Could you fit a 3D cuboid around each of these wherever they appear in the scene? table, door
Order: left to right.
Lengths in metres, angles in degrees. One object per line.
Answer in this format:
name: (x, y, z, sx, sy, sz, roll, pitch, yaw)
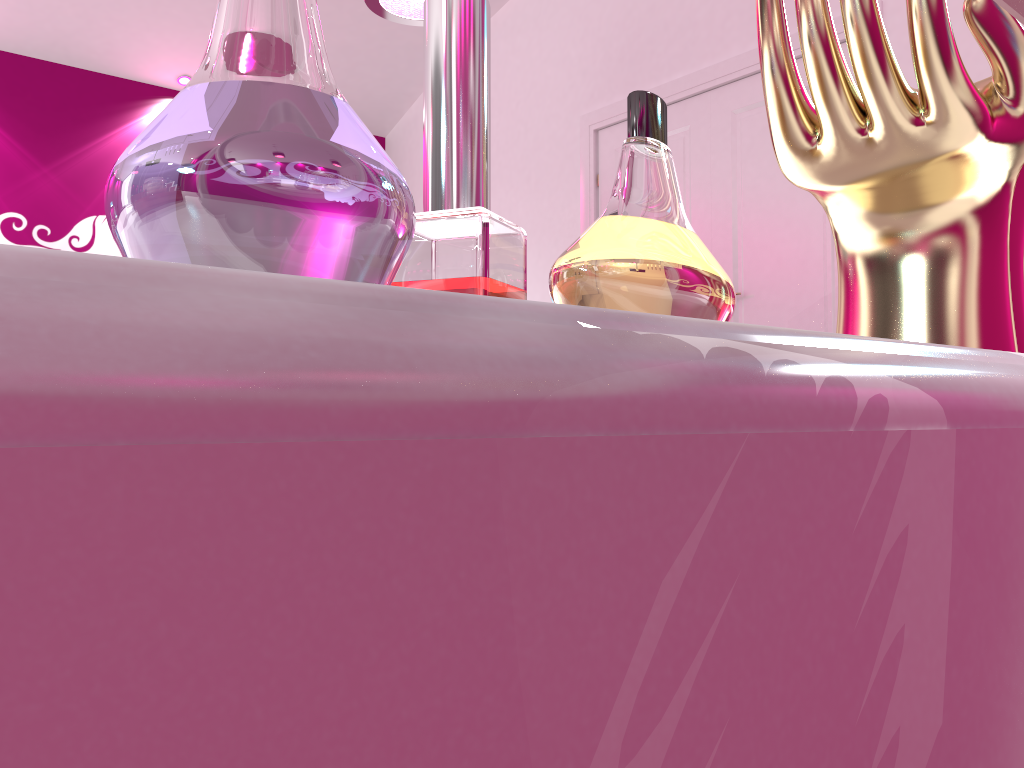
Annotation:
table: (-0.152, 0.291, 0.290, 0.856, 0.592, 0.526, 2, -3, -39)
door: (0.873, -0.300, 3.887, 0.098, 2.001, 1.405, 2, -3, -39)

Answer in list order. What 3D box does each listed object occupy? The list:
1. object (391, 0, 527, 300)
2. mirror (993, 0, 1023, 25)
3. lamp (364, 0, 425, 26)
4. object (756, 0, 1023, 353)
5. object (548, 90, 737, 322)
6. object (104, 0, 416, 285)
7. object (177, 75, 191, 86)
object: (-0.015, -0.056, 0.237, 0.030, 0.096, 0.030, -1, -2, 23)
mirror: (0.011, -0.271, 0.106, 0.544, 0.829, 0.138, 2, -3, -39)
lamp: (-1.089, -1.878, 2.391, 2.377, 1.129, 0.377, 2, -3, -39)
object: (0.178, -0.076, 0.360, 0.085, 0.145, 0.248, -2, -3, 39)
object: (0.042, -0.047, 0.271, 0.045, 0.081, 0.098, -1, -2, 28)
object: (-0.049, -0.057, 0.179, 0.059, 0.094, 0.059, 0, -2, 0)
object: (-1.903, -1.770, 5.149, 0.080, 0.058, 0.085, 2, -3, -39)
